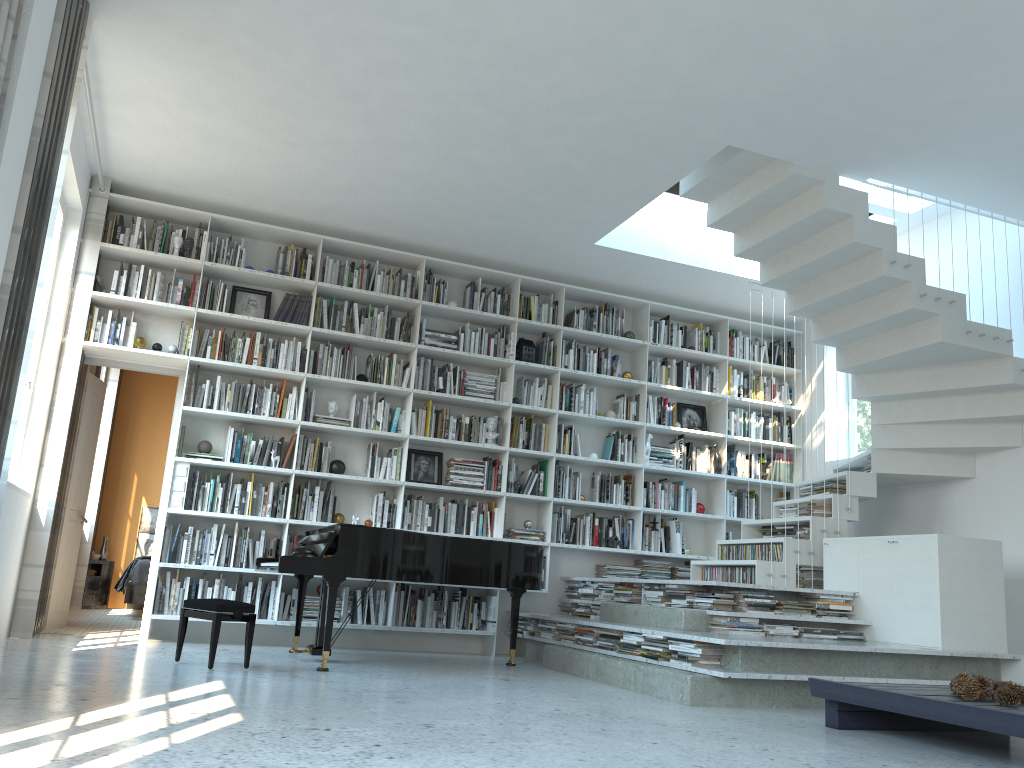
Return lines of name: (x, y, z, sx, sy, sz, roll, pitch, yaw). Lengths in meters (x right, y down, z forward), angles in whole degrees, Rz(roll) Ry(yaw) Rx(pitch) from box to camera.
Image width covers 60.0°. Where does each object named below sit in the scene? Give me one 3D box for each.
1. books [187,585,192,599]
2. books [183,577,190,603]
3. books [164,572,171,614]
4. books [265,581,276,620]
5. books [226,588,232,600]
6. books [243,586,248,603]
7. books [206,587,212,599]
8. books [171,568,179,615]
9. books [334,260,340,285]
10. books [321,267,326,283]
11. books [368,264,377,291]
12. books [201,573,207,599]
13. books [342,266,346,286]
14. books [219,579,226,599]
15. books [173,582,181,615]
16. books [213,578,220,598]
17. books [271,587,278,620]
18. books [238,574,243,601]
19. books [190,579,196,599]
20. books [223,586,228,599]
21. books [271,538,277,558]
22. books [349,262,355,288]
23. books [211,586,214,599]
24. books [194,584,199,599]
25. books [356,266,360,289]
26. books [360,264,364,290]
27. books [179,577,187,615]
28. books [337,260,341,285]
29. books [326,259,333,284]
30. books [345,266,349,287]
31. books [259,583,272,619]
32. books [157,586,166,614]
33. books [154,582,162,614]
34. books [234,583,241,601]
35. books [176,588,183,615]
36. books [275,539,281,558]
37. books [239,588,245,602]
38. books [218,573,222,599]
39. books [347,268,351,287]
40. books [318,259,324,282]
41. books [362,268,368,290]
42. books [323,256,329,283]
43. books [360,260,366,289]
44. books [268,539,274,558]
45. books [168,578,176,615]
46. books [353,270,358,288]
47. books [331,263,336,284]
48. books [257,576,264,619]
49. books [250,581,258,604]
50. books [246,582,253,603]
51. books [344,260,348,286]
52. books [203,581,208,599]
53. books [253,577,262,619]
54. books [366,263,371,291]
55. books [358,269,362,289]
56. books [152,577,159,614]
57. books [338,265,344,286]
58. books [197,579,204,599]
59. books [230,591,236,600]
books: (-2.316, 1.546, 6.342, 0.022, 0.205, 0.159, 9, -13, -20)
books: (-2.329, 1.510, 6.327, 0.023, 0.265, 0.177, 9, -13, -20)
books: (-2.448, 1.480, 6.294, 0.045, 0.293, 0.181, 9, -13, -20)
books: (-1.784, 1.595, 6.553, 0.027, 0.275, 0.144, 9, -13, -20)
books: (-2.063, 1.580, 6.419, 0.028, 0.206, 0.171, 9, -13, -20)
books: (-1.958, 1.590, 6.471, 0.022, 0.224, 0.141, 9, -13, -20)
books: (-2.186, 1.563, 6.370, 0.030, 0.201, 0.168, 9, -13, -20)
books: (-2.400, 1.476, 6.318, 0.011, 0.318, 0.158, 9, -13, -20)
books: (-1.431, -0.856, 7.149, 0.023, 0.251, 0.171, 9, -13, -20)
books: (-1.530, -0.835, 7.118, 0.024, 0.182, 0.133, 9, -13, -20)
books: (-1.160, -0.826, 7.244, 0.052, 0.272, 0.173, 9, -13, -20)
books: (-2.225, 1.509, 6.369, 0.013, 0.300, 0.184, 9, -13, -20)
books: (-1.375, -0.826, 7.162, 0.015, 0.207, 0.167, 9, -13, -20)
books: (-2.106, 1.545, 6.410, 0.025, 0.265, 0.160, 9, -13, -20)
books: (-2.386, 1.522, 6.308, 0.022, 0.225, 0.155, 9, -13, -20)
books: (-2.145, 1.539, 6.396, 0.031, 0.265, 0.187, 9, -13, -20)
books: (-1.750, 1.611, 6.517, 0.017, 0.232, 0.213, 9, -13, -20)
books: (-1.999, 1.545, 6.478, 0.013, 0.309, 0.130, 9, -13, -20)
books: (-2.296, 1.527, 6.358, 0.022, 0.251, 0.139, 9, -13, -20)
books: (-2.086, 1.571, 6.413, 0.021, 0.217, 0.191, 9, -13, -20)
books: (-1.789, 1.270, 6.612, 0.026, 0.235, 0.141, 9, -13, -20)
books: (-1.317, -0.843, 7.209, 0.028, 0.267, 0.151, 9, -13, -20)
books: (-2.177, 1.567, 6.406, 0.014, 0.210, 0.146, 9, -13, -20)
books: (-2.273, 1.543, 6.353, 0.022, 0.220, 0.163, 9, -13, -20)
books: (-1.266, -0.821, 7.212, 0.013, 0.234, 0.155, 9, -13, -20)
books: (-1.240, -0.828, 7.215, 0.013, 0.251, 0.184, 9, -13, -20)
books: (-2.344, 1.509, 6.315, 0.013, 0.261, 0.174, 9, -13, -20)
books: (-1.413, -0.853, 7.151, 0.012, 0.249, 0.174, 9, -13, -20)
books: (-1.479, -0.864, 7.133, 0.031, 0.254, 0.145, 9, -13, -20)
books: (-1.357, -0.830, 7.201, 0.025, 0.234, 0.130, 9, -13, -20)
books: (-1.828, 1.598, 6.534, 0.065, 0.255, 0.156, 9, -13, -20)
books: (-2.473, 1.523, 6.259, 0.029, 0.190, 0.176, 9, -13, -20)
books: (-2.506, 1.512, 6.277, 0.023, 0.215, 0.159, 9, -13, -20)
books: (-2.006, 1.569, 6.437, 0.023, 0.243, 0.188, 9, -13, -20)
books: (-2.370, 1.546, 6.318, 0.022, 0.185, 0.145, 9, -13, -20)
books: (-1.760, 1.274, 6.613, 0.030, 0.230, 0.151, 9, -13, -20)
books: (-1.984, 1.594, 6.473, 0.024, 0.213, 0.137, 9, -13, -20)
books: (-2.129, 1.527, 6.424, 0.014, 0.303, 0.139, 9, -13, -20)
books: (-1.338, -0.820, 7.197, 0.012, 0.215, 0.150, 9, -13, -20)
books: (-1.547, -0.868, 7.100, 0.029, 0.237, 0.156, 9, -13, -20)
books: (-1.217, -0.813, 7.237, 0.029, 0.235, 0.130, 9, -13, -20)
books: (-1.509, -0.876, 7.144, 0.021, 0.278, 0.141, 9, -13, -20)
books: (-1.229, -0.848, 7.227, 0.010, 0.298, 0.151, 9, -13, -20)
books: (-1.799, 1.263, 6.570, 0.023, 0.227, 0.190, 9, -13, -20)
books: (-2.420, 1.509, 6.307, 0.024, 0.246, 0.143, 9, -13, -20)
books: (-1.289, -0.808, 7.204, 0.030, 0.201, 0.152, 9, -13, -20)
books: (-1.453, -0.844, 7.135, 0.023, 0.219, 0.181, 9, -13, -20)
books: (-1.853, 1.565, 6.504, 0.012, 0.303, 0.166, 9, -13, -20)
books: (-1.910, 1.583, 6.513, 0.040, 0.263, 0.137, 9, -13, -20)
books: (-1.933, 1.578, 6.480, 0.027, 0.255, 0.179, 9, -13, -20)
books: (-1.363, -0.852, 7.174, 0.010, 0.263, 0.160, 9, -13, -20)
books: (-2.218, 1.542, 6.388, 0.022, 0.246, 0.135, 9, -13, -20)
books: (-1.870, 1.567, 6.500, 0.021, 0.295, 0.188, 9, -13, -20)
books: (-1.191, -0.832, 7.235, 0.013, 0.275, 0.164, 9, -13, -20)
books: (-1.253, -0.812, 7.207, 0.011, 0.215, 0.160, 9, -13, -20)
books: (-2.521, 1.491, 6.275, 0.012, 0.253, 0.161, 9, -13, -20)
books: (-1.391, -0.832, 7.143, 0.029, 0.207, 0.179, 9, -13, -20)
books: (-2.251, 1.531, 6.371, 0.027, 0.256, 0.160, 9, -13, -20)
books: (-2.033, 1.592, 6.421, 0.031, 0.187, 0.190, 9, -13, -20)
